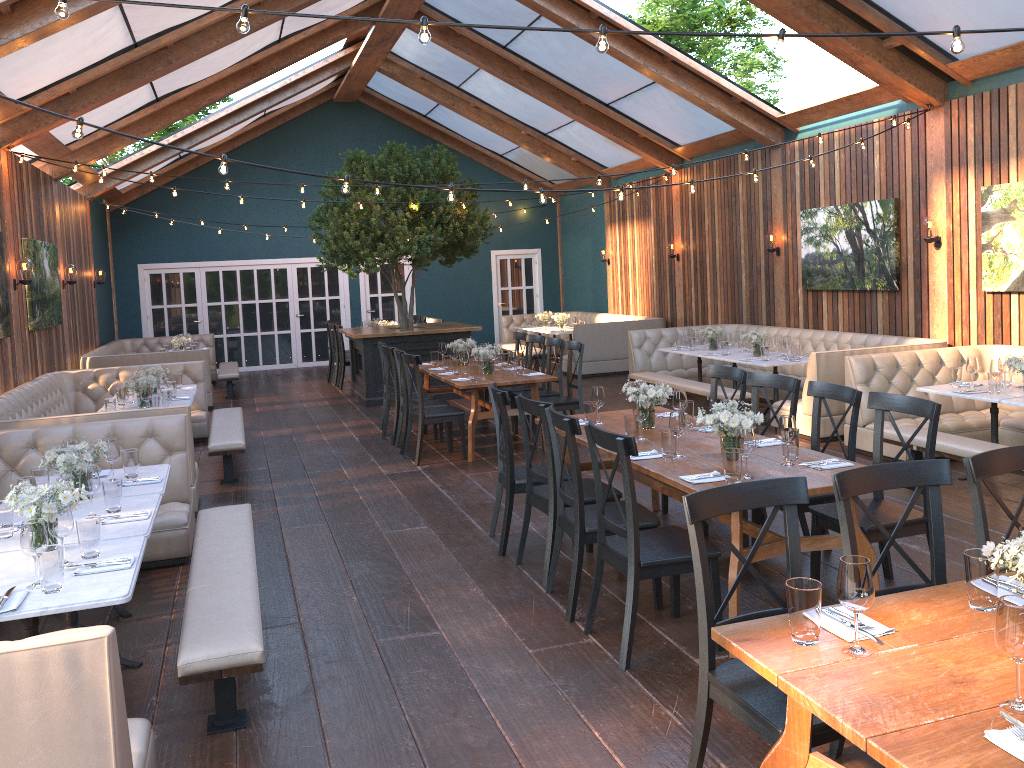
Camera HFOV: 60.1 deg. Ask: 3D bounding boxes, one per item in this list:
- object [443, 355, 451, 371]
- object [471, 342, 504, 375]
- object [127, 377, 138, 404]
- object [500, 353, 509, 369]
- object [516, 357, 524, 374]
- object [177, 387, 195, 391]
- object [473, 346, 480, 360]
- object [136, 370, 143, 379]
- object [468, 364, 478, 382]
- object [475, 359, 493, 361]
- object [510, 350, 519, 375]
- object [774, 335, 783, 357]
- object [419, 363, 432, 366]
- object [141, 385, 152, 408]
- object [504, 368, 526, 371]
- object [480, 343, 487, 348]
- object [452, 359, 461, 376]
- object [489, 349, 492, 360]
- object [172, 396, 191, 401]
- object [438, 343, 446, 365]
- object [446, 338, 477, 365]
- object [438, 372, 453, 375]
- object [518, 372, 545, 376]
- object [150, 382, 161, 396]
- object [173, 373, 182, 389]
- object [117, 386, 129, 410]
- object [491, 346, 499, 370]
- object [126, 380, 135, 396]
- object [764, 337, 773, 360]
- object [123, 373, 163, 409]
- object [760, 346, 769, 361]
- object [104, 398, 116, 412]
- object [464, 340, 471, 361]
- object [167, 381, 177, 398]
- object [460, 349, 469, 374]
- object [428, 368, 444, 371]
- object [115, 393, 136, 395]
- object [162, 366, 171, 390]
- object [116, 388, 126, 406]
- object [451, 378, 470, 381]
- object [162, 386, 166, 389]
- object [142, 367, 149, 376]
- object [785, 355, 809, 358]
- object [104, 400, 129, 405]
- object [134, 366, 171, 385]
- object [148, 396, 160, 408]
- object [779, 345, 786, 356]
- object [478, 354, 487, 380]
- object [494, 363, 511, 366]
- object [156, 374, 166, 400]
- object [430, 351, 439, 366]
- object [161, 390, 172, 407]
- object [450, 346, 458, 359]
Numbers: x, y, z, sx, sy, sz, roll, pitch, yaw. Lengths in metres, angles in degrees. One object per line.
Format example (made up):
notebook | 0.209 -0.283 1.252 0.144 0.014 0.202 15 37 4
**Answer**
object | -0.688 -0.223 9.388 0.092 0.157 0.092 -4 5 -11
object | -0.256 -0.254 8.885 0.329 0.308 0.338 -1 6 20
object | -3.572 0.059 8.339 0.092 0.243 0.093 0 5 30
object | -0.073 -0.244 9.332 0.092 0.157 0.092 1 6 39
object | 0.081 -0.180 8.775 0.092 0.157 0.092 -1 5 19
object | -3.448 0.053 9.232 0.255 0.019 0.158 -5 8 -17
object | -0.411 -0.365 10.402 0.092 0.157 0.092 -2 4 9
object | -3.795 -0.022 9.061 0.092 0.243 0.093 0 5 30
object | -0.365 -0.103 8.333 0.092 0.157 0.092 -1 5 19
object | -0.332 -0.280 10.253 0.255 0.019 0.158 -5 8 -17
object | 0.025 -0.210 8.691 0.092 0.243 0.093 -2 4 8
object | 2.926 -0.416 9.709 0.092 0.243 0.093 0 5 30
object | -0.970 -0.233 10.115 0.255 0.019 0.158 -5 8 -17
object | -3.125 0.137 7.568 0.092 0.243 0.093 0 5 30
object | 0.011 -0.160 9.189 0.255 0.019 0.158 -5 8 -17
object | -0.308 -0.327 9.739 0.092 0.243 0.092 -4 4 -20
object | -0.554 -0.165 8.885 0.092 0.157 0.092 -2 4 9
object | -0.260 -0.303 9.834 0.092 0.157 0.092 -2 4 9
object | -3.209 0.138 8.475 0.255 0.019 0.158 -5 8 -17
object | -0.791 -0.346 10.055 0.092 0.243 0.093 0 5 30
object | -0.546 -0.369 9.892 0.337 0.308 0.330 -5 6 -22
object | -0.626 -0.113 9.055 0.255 0.019 0.158 -5 8 -17
object | 0.187 -0.097 8.630 0.255 0.019 0.158 -5 8 -17
object | -3.146 0.108 7.803 0.092 0.243 0.093 0 5 30
object | -3.540 -0.031 9.374 0.092 0.157 0.092 -5 5 -31
object | -3.330 0.145 7.582 0.092 0.243 0.092 -4 4 -14
object | -0.178 -0.270 9.225 0.092 0.243 0.093 -1 4 25
object | -3.868 0.034 8.980 0.092 0.157 0.092 -5 5 -31
object | 2.748 -0.379 9.479 0.092 0.243 0.092 -4 4 -14
object | -3.330 0.059 7.995 0.336 0.308 0.331 -3 5 -1
object | 2.686 -0.322 9.394 0.092 0.157 0.092 -5 5 -31
object | -3.392 0.204 7.479 0.092 0.157 0.092 -5 5 -31
object | -0.523 -0.390 10.300 0.092 0.243 0.092 -6 5 -37
object | -3.309 0.055 8.615 0.092 0.157 0.092 -5 5 -31
object | -0.482 -0.227 9.005 0.092 0.243 0.092 -4 4 -14
object | -0.769 -0.169 9.546 0.255 0.019 0.158 -5 8 -17
object | -3.960 0.089 9.131 0.255 0.019 0.158 -5 8 -17
object | -3.630 -0.059 9.289 0.092 0.243 0.093 0 5 30
object | -3.637 0.118 8.242 0.092 0.157 0.092 -5 5 -31
object | -0.451 -0.051 8.500 0.255 0.019 0.158 -5 8 -17
object | -3.799 0.038 9.472 0.157 0.019 0.256 -5 8 -17
object | -3.853 -0.050 9.296 0.092 0.243 0.093 0 5 30
object | 3.090 -0.306 9.668 0.255 0.019 0.158 -5 8 -17
object | -3.726 0.173 8.391 0.255 0.019 0.158 -5 8 -17
object | -3.622 -0.043 8.908 0.336 0.308 0.331 -3 6 -5
object | -3.034 0.184 7.507 0.092 0.157 0.092 -1 5 19
object | 2.992 -0.388 9.800 0.092 0.157 0.092 -5 5 -31
object | -0.280 -0.165 8.450 0.092 0.243 0.092 -4 4 -14
object | -0.145 -0.215 9.703 0.255 0.019 0.158 -5 8 -17
object | -3.379 0.028 8.517 0.092 0.243 0.093 0 5 30
object | -0.867 -0.286 9.949 0.092 0.157 0.092 -3 4 -1
object | -3.080 0.136 7.893 0.092 0.157 0.092 -5 5 -31
object | -0.619 -0.282 9.488 0.092 0.243 0.092 -4 4 -20
